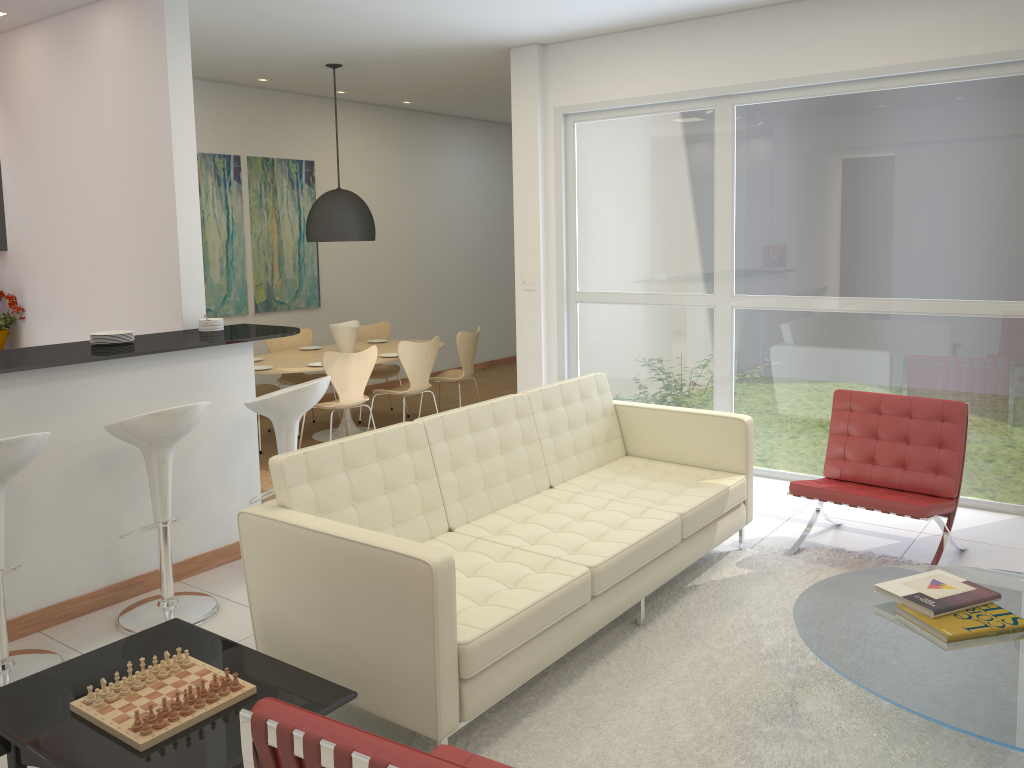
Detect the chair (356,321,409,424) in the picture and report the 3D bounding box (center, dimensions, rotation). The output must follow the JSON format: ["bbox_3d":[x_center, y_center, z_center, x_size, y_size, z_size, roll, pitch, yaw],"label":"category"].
[{"bbox_3d":[-1.347,-0.130,8.622,0.522,0.901,0.518,-5,8,-29],"label":"chair"}]

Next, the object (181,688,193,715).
[{"bbox_3d":[-0.892,0.867,2.424,0.030,0.069,0.030,5,9,44],"label":"object"}]

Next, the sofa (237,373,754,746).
[{"bbox_3d":[0.150,0.588,4.024,1.003,0.916,2.579,5,11,36],"label":"sofa"}]

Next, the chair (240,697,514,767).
[{"bbox_3d":[-0.071,1.014,1.857,0.701,0.811,0.710,3,9,31],"label":"chair"}]

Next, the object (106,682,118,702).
[{"bbox_3d":[-1.133,0.869,2.504,0.030,0.049,0.030,6,10,44],"label":"object"}]

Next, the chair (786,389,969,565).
[{"bbox_3d":[1.939,0.499,4.681,0.702,0.811,0.710,6,10,41],"label":"chair"}]

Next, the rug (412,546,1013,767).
[{"bbox_3d":[1.047,1.155,3.299,2.448,0.004,3.345,6,12,37],"label":"rug"}]

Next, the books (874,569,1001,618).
[{"bbox_3d":[1.490,0.733,3.107,0.324,0.026,0.257,-5,10,-23],"label":"books"}]

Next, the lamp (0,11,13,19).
[{"bbox_3d":[-3.456,-2.365,5.603,0.409,0.034,0.411,6,12,36],"label":"lamp"}]

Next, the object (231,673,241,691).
[{"bbox_3d":[-0.797,0.856,2.553,0.030,0.043,0.030,6,10,44],"label":"object"}]

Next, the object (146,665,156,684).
[{"bbox_3d":[-1.061,0.851,2.599,0.030,0.049,0.030,6,10,44],"label":"object"}]

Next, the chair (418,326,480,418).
[{"bbox_3d":[-0.547,-0.056,8.079,0.516,0.901,0.525,1,7,20],"label":"chair"}]

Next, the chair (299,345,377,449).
[{"bbox_3d":[-1.346,0.156,6.911,0.517,0.901,0.523,6,10,44],"label":"chair"}]

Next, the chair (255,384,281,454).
[{"bbox_3d":[-2.232,0.078,7.487,0.516,0.901,0.525,1,7,16],"label":"chair"}]

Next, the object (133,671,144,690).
[{"bbox_3d":[-1.085,0.857,2.567,0.030,0.049,0.030,6,10,44],"label":"object"}]

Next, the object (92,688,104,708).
[{"bbox_3d":[-1.156,0.875,2.472,0.030,0.049,0.030,6,10,44],"label":"object"}]

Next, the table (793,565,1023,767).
[{"bbox_3d":[1.679,1.024,2.794,1.540,0.401,1.328,5,11,35],"label":"table"}]

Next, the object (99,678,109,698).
[{"bbox_3d":[-1.165,0.864,2.527,0.030,0.052,0.030,3,8,29],"label":"object"}]

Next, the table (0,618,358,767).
[{"bbox_3d":[-1.012,1.111,2.577,0.918,0.419,0.704,5,11,36],"label":"table"}]

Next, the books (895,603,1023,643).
[{"bbox_3d":[1.507,0.782,2.966,0.324,0.026,0.257,-4,10,-14],"label":"books"}]

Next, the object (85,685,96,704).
[{"bbox_3d":[-1.189,0.874,2.496,0.030,0.043,0.030,6,10,44],"label":"object"}]

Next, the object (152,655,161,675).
[{"bbox_3d":[-1.070,0.840,2.655,0.030,0.054,0.030,6,10,44],"label":"object"}]

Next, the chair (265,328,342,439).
[{"bbox_3d":[-1.911,-0.026,8.070,0.517,0.901,0.524,5,9,41],"label":"chair"}]

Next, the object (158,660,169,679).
[{"bbox_3d":[-1.037,0.845,2.631,0.030,0.049,0.030,6,10,44],"label":"object"}]

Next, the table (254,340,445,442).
[{"bbox_3d":[-1.473,0.093,7.824,1.282,0.724,2.274,5,11,37],"label":"table"}]

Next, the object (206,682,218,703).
[{"bbox_3d":[-0.845,0.863,2.488,0.030,0.054,0.030,6,10,44],"label":"object"}]

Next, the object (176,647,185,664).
[{"bbox_3d":[-1.022,0.833,2.719,0.030,0.043,0.030,6,10,44],"label":"object"}]

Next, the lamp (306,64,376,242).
[{"bbox_3d":[-1.498,-1.974,7.606,0.595,1.484,0.597,4,9,38],"label":"lamp"}]

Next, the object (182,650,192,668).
[{"bbox_3d":[-0.990,0.834,2.695,0.030,0.049,0.030,6,10,44],"label":"object"}]

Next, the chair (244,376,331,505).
[{"bbox_3d":[-1.164,0.471,4.647,0.465,1.014,0.460,2,7,23],"label":"chair"}]

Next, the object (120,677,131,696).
[{"bbox_3d":[-1.109,0.863,2.536,0.030,0.049,0.030,6,10,44],"label":"object"}]

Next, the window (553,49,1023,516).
[{"bbox_3d":[1.765,-0.680,6.060,3.440,2.696,0.122,5,9,36],"label":"window"}]

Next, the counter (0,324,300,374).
[{"bbox_3d":[-2.263,-0.123,4.138,0.737,0.019,2.981,6,12,36],"label":"counter"}]

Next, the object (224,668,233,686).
[{"bbox_3d":[-0.829,0.850,2.576,0.030,0.049,0.030,6,10,44],"label":"object"}]

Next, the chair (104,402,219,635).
[{"bbox_3d":[-1.598,0.578,4.061,0.458,1.014,0.466,-7,9,-42],"label":"chair"}]

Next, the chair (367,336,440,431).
[{"bbox_3d":[-0.897,0.054,7.466,0.517,0.901,0.524,4,9,36],"label":"chair"}]

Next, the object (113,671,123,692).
[{"bbox_3d":[-1.141,0.857,2.559,0.030,0.054,0.030,6,10,44],"label":"object"}]

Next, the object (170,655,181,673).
[{"bbox_3d":[-1.014,0.840,2.663,0.030,0.049,0.030,6,10,44],"label":"object"}]

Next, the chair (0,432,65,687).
[{"bbox_3d":[-2.034,0.685,3.477,0.458,1.014,0.466,-7,9,-42],"label":"chair"}]

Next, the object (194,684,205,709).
[{"bbox_3d":[-0.869,0.864,2.456,0.030,0.064,0.030,5,9,44],"label":"object"}]
